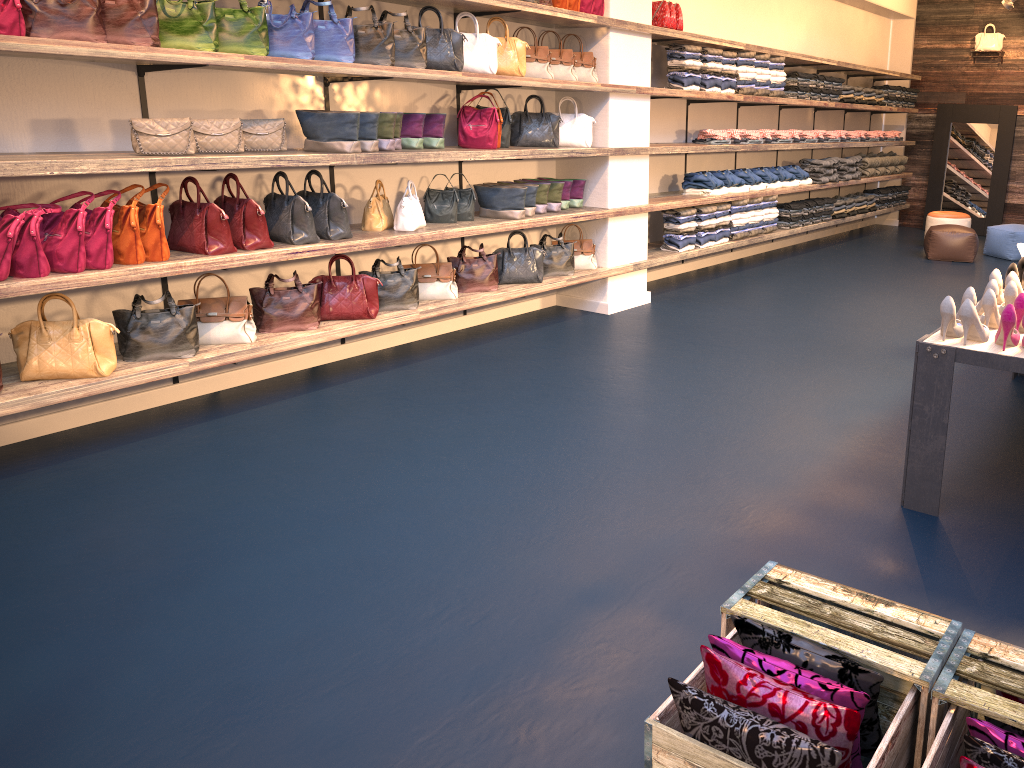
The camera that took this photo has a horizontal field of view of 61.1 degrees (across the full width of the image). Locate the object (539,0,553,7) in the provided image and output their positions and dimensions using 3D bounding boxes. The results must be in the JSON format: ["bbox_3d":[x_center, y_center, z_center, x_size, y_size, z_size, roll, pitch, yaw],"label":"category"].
[{"bbox_3d":[0.148,-2.835,6.152,0.349,0.333,0.237,16,21,42],"label":"object"}]

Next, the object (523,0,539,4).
[{"bbox_3d":[0.034,-2.785,5.983,0.302,0.332,0.281,-2,16,-10],"label":"object"}]

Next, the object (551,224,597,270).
[{"bbox_3d":[0.491,-1.103,6.981,0.399,0.361,0.174,-3,15,-14],"label":"object"}]

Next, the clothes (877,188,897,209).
[{"bbox_3d":[5.486,-2.761,12.853,0.343,0.294,0.347,9,18,25],"label":"clothes"}]

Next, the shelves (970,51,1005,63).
[{"bbox_3d":[6.939,-4.776,12.686,0.420,0.154,0.267,14,21,35],"label":"shelves"}]

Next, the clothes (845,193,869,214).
[{"bbox_3d":[4.687,-2.490,11.981,0.379,0.247,0.385,-13,22,-41],"label":"clothes"}]

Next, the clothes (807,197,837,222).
[{"bbox_3d":[3.844,-2.189,10.864,0.326,0.294,0.335,16,22,42],"label":"clothes"}]

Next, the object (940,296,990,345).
[{"bbox_3d":[1.881,-0.279,3.617,0.187,0.192,0.264,15,21,41],"label":"object"}]

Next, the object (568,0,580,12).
[{"bbox_3d":[0.380,-2.878,6.353,0.257,0.325,0.227,-1,15,-4],"label":"object"}]

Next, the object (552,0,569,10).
[{"bbox_3d":[0.289,-2.872,6.237,0.257,0.379,0.227,-1,15,-4],"label":"object"}]

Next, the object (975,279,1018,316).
[{"bbox_3d":[2.284,-0.407,4.066,0.191,0.192,0.260,8,17,24],"label":"object"}]

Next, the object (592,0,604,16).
[{"bbox_3d":[0.576,-2.927,6.567,0.249,0.305,0.220,0,15,-1],"label":"object"}]

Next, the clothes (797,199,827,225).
[{"bbox_3d":[3.621,-2.111,10.593,0.327,0.294,0.333,13,20,36],"label":"clothes"}]

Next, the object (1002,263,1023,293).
[{"bbox_3d":[2.667,-0.545,4.546,0.188,0.192,0.263,11,19,32],"label":"object"}]

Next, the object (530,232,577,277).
[{"bbox_3d":[0.325,-0.995,6.665,0.391,0.333,0.211,-3,15,-13],"label":"object"}]

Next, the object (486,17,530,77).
[{"bbox_3d":[-0.087,-2.280,5.875,0.447,0.380,0.186,-4,15,-17],"label":"object"}]

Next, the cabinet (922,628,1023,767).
[{"bbox_3d":[0.982,0.904,1.610,0.437,0.539,0.606,12,19,36],"label":"cabinet"}]

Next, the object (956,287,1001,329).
[{"bbox_3d":[2.075,-0.346,3.852,0.189,0.192,0.262,9,18,28],"label":"object"}]

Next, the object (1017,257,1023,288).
[{"bbox_3d":[2.868,-0.606,4.761,0.264,0.192,0.187,-15,22,-43],"label":"object"}]

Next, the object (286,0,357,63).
[{"bbox_3d":[-1.035,-1.923,4.735,0.395,0.333,0.209,-4,15,-16],"label":"object"}]

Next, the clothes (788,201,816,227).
[{"bbox_3d":[3.399,-2.034,10.324,0.343,0.294,0.347,9,18,25],"label":"clothes"}]

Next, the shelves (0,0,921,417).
[{"bbox_3d":[3.353,-0.927,4.644,8.042,2.190,18.333,15,21,36],"label":"shelves"}]

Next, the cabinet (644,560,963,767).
[{"bbox_3d":[1.203,1.086,1.058,0.810,0.538,2.615,-11,21,-35],"label":"cabinet"}]

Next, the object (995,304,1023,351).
[{"bbox_3d":[2.057,-0.238,3.508,0.188,0.192,0.263,11,19,34],"label":"object"}]

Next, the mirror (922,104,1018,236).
[{"bbox_3d":[6.904,-3.235,13.122,1.075,1.887,0.291,11,18,35],"label":"mirror"}]

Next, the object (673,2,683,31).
[{"bbox_3d":[1.304,-3.143,7.442,0.298,0.241,0.154,10,18,29],"label":"object"}]

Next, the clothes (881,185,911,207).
[{"bbox_3d":[5.820,-2.879,13.262,0.339,0.294,0.705,14,21,38],"label":"clothes"}]

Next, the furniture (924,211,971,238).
[{"bbox_3d":[5.838,-2.062,11.637,0.538,0.472,0.632,14,21,38],"label":"furniture"}]

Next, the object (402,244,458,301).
[{"bbox_3d":[-0.557,-0.738,5.711,0.399,0.361,0.174,-3,15,-14],"label":"object"}]

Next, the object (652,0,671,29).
[{"bbox_3d":[1.165,-3.096,7.278,0.296,0.241,0.155,12,19,33],"label":"object"}]

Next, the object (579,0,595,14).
[{"bbox_3d":[0.516,-2.882,6.480,0.311,0.279,0.253,-4,16,-16],"label":"object"}]

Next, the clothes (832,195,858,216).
[{"bbox_3d":[4.405,-2.391,11.637,0.387,0.247,0.378,12,20,33],"label":"clothes"}]

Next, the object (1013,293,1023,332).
[{"bbox_3d":[2.249,-0.306,3.745,0.187,0.192,0.264,13,20,36],"label":"object"}]

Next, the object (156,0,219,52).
[{"bbox_3d":[-1.573,-1.726,4.077,0.394,0.317,0.191,-4,15,-15],"label":"object"}]

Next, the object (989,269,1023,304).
[{"bbox_3d":[2.476,-0.482,4.327,0.264,0.192,0.187,-14,21,-42],"label":"object"}]

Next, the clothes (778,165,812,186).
[{"bbox_3d":[3.294,-2.471,10.259,0.394,0.236,0.467,13,21,35],"label":"clothes"}]

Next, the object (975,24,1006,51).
[{"bbox_3d":[6.945,-5.030,12.614,0.402,0.379,0.206,7,16,22],"label":"object"}]

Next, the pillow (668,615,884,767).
[{"bbox_3d":[0.550,0.683,1.743,0.332,0.343,0.475,12,20,36],"label":"pillow"}]

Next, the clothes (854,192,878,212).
[{"bbox_3d":[4.958,-2.584,12.307,0.387,0.247,0.378,12,20,33],"label":"clothes"}]

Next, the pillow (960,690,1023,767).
[{"bbox_3d":[0.974,0.783,1.587,0.287,0.314,0.499,12,20,36],"label":"pillow"}]

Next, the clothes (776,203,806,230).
[{"bbox_3d":[3.185,-1.954,10.049,0.343,0.294,0.356,14,21,38],"label":"clothes"}]

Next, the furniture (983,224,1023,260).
[{"bbox_3d":[6.377,-1.813,11.001,0.677,0.416,0.631,-3,17,-13],"label":"furniture"}]

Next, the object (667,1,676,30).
[{"bbox_3d":[1.231,-3.120,7.359,0.296,0.241,0.155,13,20,37],"label":"object"}]

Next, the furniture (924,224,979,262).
[{"bbox_3d":[5.424,-1.758,10.724,0.617,0.416,0.692,8,18,21],"label":"furniture"}]

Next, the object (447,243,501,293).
[{"bbox_3d":[-0.255,-0.803,5.990,0.395,0.333,0.209,-4,15,-16],"label":"object"}]

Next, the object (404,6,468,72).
[{"bbox_3d":[-0.489,-2.139,5.385,0.447,0.380,0.186,-4,15,-17],"label":"object"}]

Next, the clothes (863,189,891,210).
[{"bbox_3d":[5.272,-2.682,12.578,0.343,0.294,0.356,14,21,38],"label":"clothes"}]

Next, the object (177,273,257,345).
[{"bbox_3d":[-1.547,-0.393,4.511,0.399,0.361,0.174,-3,15,-14],"label":"object"}]

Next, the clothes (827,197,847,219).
[{"bbox_3d":[4.135,-2.298,11.312,0.379,0.247,0.385,-13,22,-41],"label":"clothes"}]

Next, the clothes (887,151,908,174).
[{"bbox_3d":[5.802,-3.372,13.189,0.312,0.336,0.429,15,21,42],"label":"clothes"}]

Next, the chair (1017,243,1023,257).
[{"bbox_3d":[3.852,-0.578,6.203,0.506,0.788,0.507,11,18,35],"label":"chair"}]

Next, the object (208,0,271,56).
[{"bbox_3d":[-1.394,-1.798,4.300,0.395,0.333,0.209,-4,15,-16],"label":"object"}]
